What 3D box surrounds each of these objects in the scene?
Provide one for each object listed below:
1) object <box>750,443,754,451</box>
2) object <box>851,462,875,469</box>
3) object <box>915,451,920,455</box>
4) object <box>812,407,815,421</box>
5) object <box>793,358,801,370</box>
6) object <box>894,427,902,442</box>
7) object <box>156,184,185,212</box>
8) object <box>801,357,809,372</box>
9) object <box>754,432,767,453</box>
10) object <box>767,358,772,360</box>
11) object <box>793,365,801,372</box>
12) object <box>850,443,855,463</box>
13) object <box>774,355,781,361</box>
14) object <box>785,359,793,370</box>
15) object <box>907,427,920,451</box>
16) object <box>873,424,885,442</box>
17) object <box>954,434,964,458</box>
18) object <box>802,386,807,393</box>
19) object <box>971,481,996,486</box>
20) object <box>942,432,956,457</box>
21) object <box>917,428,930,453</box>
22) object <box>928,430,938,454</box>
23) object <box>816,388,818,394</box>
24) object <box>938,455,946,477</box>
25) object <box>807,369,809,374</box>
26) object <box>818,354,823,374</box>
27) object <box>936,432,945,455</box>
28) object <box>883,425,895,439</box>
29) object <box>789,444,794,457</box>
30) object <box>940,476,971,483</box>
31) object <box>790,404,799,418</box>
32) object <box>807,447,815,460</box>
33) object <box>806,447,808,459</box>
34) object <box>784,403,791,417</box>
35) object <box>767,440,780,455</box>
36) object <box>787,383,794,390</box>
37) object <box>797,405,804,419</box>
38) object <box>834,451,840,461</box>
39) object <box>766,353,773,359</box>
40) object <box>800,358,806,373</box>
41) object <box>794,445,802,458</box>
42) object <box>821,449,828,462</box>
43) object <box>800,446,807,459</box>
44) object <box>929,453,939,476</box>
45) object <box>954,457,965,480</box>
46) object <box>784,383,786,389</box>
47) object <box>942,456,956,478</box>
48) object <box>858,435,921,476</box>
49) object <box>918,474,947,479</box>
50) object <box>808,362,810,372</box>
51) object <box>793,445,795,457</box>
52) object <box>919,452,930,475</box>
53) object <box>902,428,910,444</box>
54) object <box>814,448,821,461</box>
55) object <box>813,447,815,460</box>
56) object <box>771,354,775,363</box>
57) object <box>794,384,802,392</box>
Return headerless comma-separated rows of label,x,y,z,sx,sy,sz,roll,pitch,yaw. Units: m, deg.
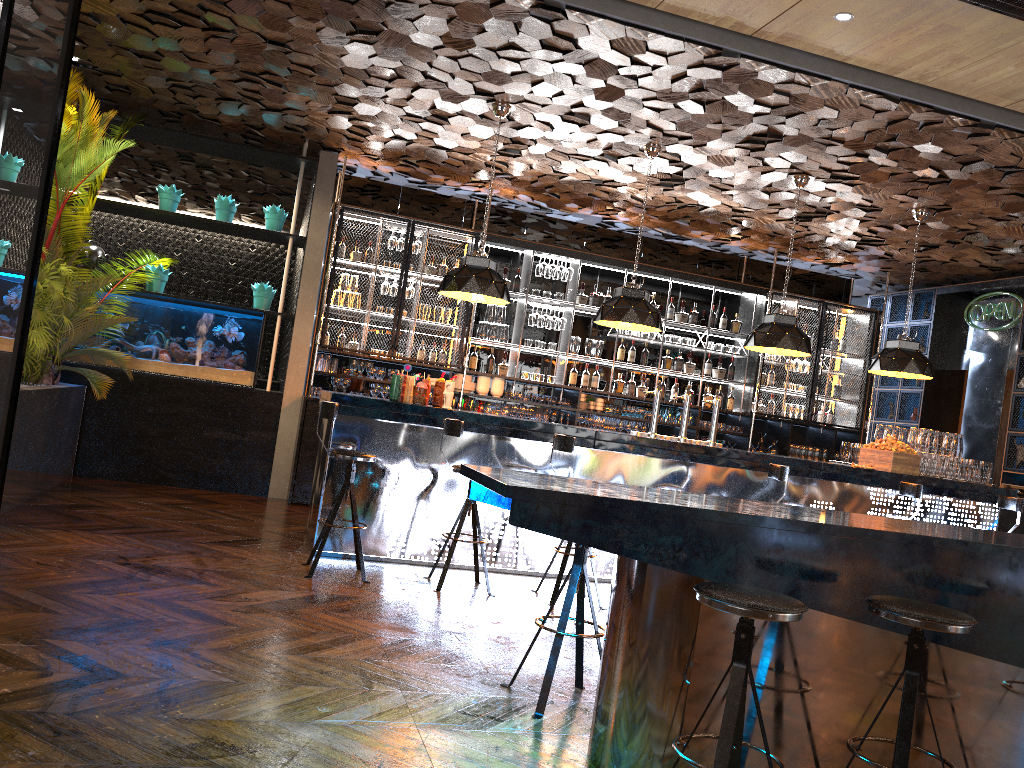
object,2.836,0.723,10.665,0.186,0.307,0.186,9,-2,-10
object,3.042,0.715,7.684,0.198,0.045,0.377,8,-2,23
object,3.613,0.707,7.934,0.105,0.209,0.105,8,-2,10
object,3.656,0.386,10.886,0.105,0.209,0.105,9,-2,-30
object,3.482,-0.291,10.825,0.092,0.244,0.092,9,-2,-21
object,3.619,0.508,8.345,0.105,0.209,0.105,8,-2,10
object,-3.451,-1.855,8.895,0.245,0.325,0.265,7,-2,39
object,3.587,-0.275,10.854,0.092,0.244,0.092,9,-2,-21
object,3.006,0.747,10.712,0.170,0.313,0.170,9,-2,-21
object,3.120,-0.335,10.765,0.089,0.092,0.089,8,-2,10
object,3.543,-0.277,11.013,0.092,0.244,0.092,9,-2,-21
object,3.275,0.674,8.459,0.105,0.209,0.105,8,-2,10
object,3.228,-0.319,10.782,0.089,0.092,0.089,7,-2,35
object,3.438,-0.293,10.984,0.092,0.244,0.092,9,-2,-21
object,3.625,0.499,7.999,0.105,0.209,0.105,8,-2,10
object,3.494,0.492,8.427,0.105,0.209,0.105,8,-2,10
object,4.017,0.556,8.001,0.105,0.209,0.105,8,-2,10
object,3.660,0.080,11.069,0.089,0.092,0.089,9,-2,-31
object,4.171,0.891,8.138,0.273,0.019,0.437,9,-2,-15
object,3.932,0.543,7.972,0.105,0.209,0.105,8,-2,10
object,3.665,0.502,7.889,0.105,0.209,0.105,8,-2,10
object,3.750,0.515,7.917,0.105,0.209,0.105,8,-2,10
object,3.747,0.090,10.953,0.089,0.092,0.089,9,-2,-31
object,3.880,0.748,8.018,0.105,0.209,0.105,8,-2,10
object,3.736,-0.248,11.067,0.092,0.244,0.092,9,-2,-21
object,3.780,-0.246,10.908,0.092,0.244,0.092,9,-2,-21
object,3.892,0.540,8.082,0.105,0.209,0.105,8,-2,10
object,3.534,0.495,8.317,0.105,0.209,0.105,8,-2,10
object,3.347,0.837,10.677,0.079,0.231,0.079,8,-2,20
object,3.906,0.850,8.051,0.273,0.019,0.437,9,-2,-15
object,3.439,0.352,10.822,0.105,0.209,0.105,9,-2,-30
object,3.617,0.878,10.755,0.079,0.231,0.079,8,-2,11
object,3.635,0.884,10.852,0.079,0.231,0.079,9,-2,-14
object,3.401,0.350,10.931,0.105,0.209,0.105,9,-2,-30
object,3.151,0.801,10.694,0.158,0.248,0.158,9,-2,-21
object,3.381,0.032,10.808,0.089,0.092,0.089,9,-2,-31
object,3.537,0.369,10.914,0.105,0.209,0.105,9,-2,-30
object,3.965,0.934,10.843,0.101,0.227,0.101,9,-2,-38
object,3.123,-0.355,10.766,0.089,0.092,0.089,8,-2,10
object,3.638,-0.263,11.039,0.092,0.244,0.092,9,-2,-21
object,3.444,0.852,10.705,0.079,0.231,0.079,9,-2,-19
object,3.802,0.907,10.805,0.079,0.231,0.079,9,-2,-19
object,3.524,0.864,10.730,0.079,0.231,0.079,10,-2,-39
object,3.734,0.722,7.862,0.105,0.209,0.105,8,-2,10
object,4.001,0.763,7.946,0.105,0.209,0.105,8,-2,10
object,3.390,0.037,10.915,0.089,0.092,0.089,7,-2,41
object,3.899,0.747,7.903,0.105,0.209,0.105,8,-2,10
object,3.372,0.614,7.875,0.340,0.332,0.464,9,-2,-12
object,3.639,0.809,7.967,0.273,0.019,0.437,9,-2,-15
object,3.682,-0.261,10.880,0.092,0.244,0.092,9,-2,-21
object,3.392,0.846,10.783,0.079,0.231,0.079,9,-2,-36
object,3.632,0.706,7.820,0.105,0.209,0.105,8,-2,10
object,3.761,0.533,8.510,0.105,0.209,0.105,8,-2,10
object,3.705,0.892,10.776,0.079,0.231,0.079,8,-2,20
object,3.727,0.898,10.876,0.079,0.231,0.079,9,-2,-36
object,3.206,-0.317,10.946,0.089,0.092,0.089,8,-2,10
object,3.511,0.054,10.904,0.089,0.092,0.089,9,-2,-15
